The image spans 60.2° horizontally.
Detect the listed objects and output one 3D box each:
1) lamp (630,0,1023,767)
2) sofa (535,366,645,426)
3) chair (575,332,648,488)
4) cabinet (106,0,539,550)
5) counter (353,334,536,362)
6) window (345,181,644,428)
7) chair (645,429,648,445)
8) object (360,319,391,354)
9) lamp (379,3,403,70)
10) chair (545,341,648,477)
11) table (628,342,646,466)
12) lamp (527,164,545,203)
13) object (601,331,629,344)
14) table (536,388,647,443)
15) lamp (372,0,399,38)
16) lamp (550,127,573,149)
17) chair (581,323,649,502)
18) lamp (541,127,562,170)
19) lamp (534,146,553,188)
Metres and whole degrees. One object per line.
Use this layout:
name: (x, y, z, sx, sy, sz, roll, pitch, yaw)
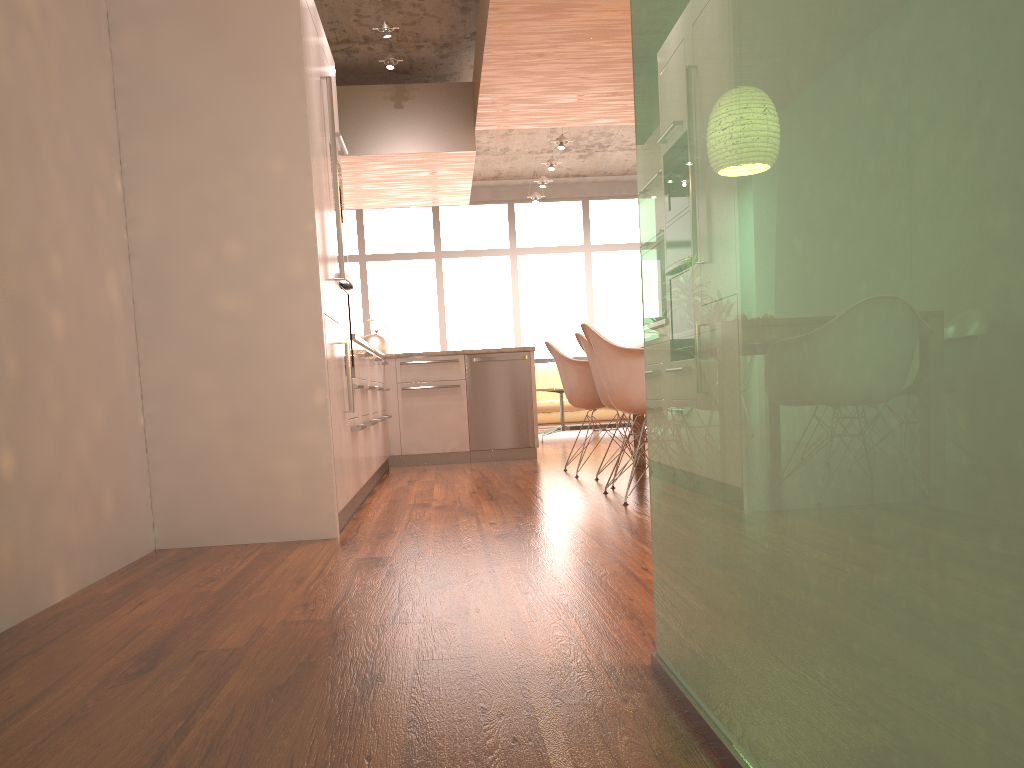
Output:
lamp: (1.077, -1.177, 4.275, 0.446, 3.419, 8.161, -2, 1, 14)
sofa: (0.919, 0.175, 10.807, 1.800, 0.844, 0.875, -3, 2, -4)
chair: (0.697, 0.126, 5.006, 0.641, 0.867, 0.681, -4, 3, -9)
cabinet: (-0.686, -0.507, 5.578, 1.912, 2.290, 4.228, -3, 1, -4)
counter: (-0.104, -0.931, 6.179, 3.213, 1.357, 3.056, -3, 0, -4)
window: (-1.970, -0.912, 11.933, 8.552, 3.307, 0.061, -3, 5, -4)
chair: (1.187, 0.113, 6.490, 0.681, 0.867, 0.642, -4, 3, -19)
object: (-1.137, -0.377, 7.242, 0.263, 0.307, 0.260, -2, 3, 12)
lamp: (-0.890, -2.529, 6.402, 0.152, 0.474, 0.103, -6, 6, -36)
chair: (0.552, 0.140, 5.704, 0.641, 0.867, 0.681, -4, 3, -9)
table: (1.396, 0.113, 5.028, 1.025, 0.814, 2.065, -3, 0, -4)
lamp: (0.297, -2.543, 11.175, 0.197, 0.486, 0.134, -6, 6, -36)
object: (1.069, -0.285, 9.473, 0.297, 0.594, 0.369, -4, 4, -10)
table: (1.014, 0.298, 9.546, 1.869, 0.564, 0.936, -3, 1, -4)
lamp: (-0.846, -2.537, 5.836, 0.152, 0.474, 0.103, -6, 6, -36)
lamp: (0.484, -2.574, 8.729, 0.197, 0.486, 0.134, -6, 6, -36)
chair: (0.675, 0.115, 4.312, 0.641, 0.855, 0.681, -4, 3, -9)
lamp: (0.422, -2.564, 9.544, 0.197, 0.486, 0.134, -6, 6, -36)
lamp: (0.359, -2.553, 10.359, 0.197, 0.486, 0.134, -6, 6, -36)
